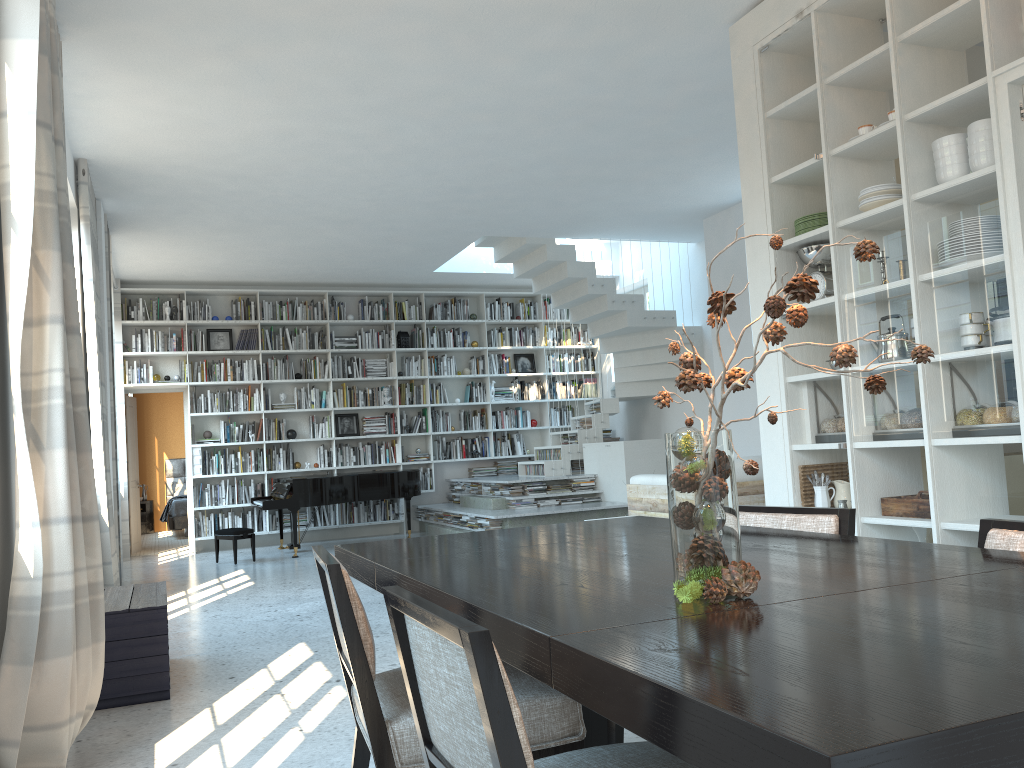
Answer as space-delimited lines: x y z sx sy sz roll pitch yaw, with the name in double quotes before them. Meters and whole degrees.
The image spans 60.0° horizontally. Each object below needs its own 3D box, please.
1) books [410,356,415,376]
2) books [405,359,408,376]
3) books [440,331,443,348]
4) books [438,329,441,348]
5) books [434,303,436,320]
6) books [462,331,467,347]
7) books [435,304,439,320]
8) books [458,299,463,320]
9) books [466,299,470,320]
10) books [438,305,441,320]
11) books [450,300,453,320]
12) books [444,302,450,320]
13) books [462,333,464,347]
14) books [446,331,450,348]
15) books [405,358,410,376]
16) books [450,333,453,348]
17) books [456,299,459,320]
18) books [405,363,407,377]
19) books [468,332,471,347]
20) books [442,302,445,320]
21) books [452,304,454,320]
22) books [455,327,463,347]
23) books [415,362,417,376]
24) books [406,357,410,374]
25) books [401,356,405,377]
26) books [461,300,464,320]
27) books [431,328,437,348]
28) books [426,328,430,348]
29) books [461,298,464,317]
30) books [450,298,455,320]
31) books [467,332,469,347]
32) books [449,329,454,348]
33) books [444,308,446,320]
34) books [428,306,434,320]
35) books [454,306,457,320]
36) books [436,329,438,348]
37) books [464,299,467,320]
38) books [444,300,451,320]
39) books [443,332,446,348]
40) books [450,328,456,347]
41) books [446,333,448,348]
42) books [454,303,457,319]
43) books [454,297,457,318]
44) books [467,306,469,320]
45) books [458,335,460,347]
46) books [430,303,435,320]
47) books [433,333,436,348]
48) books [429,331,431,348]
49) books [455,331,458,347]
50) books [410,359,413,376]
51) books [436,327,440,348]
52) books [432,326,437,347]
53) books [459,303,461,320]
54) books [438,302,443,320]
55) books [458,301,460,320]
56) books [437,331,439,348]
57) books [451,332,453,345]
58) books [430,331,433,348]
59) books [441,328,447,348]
"books" -1.316 -0.220 11.652 0.028 0.275 0.187 -2 -4 -22
"books" -1.397 -0.198 11.653 0.024 0.242 0.159 -2 -4 -22
"books" -0.959 -0.579 11.840 0.027 0.241 0.160 -2 -4 -22
"books" -0.987 -0.594 11.856 0.012 0.276 0.133 -2 -4 -22
"books" -1.051 -0.943 11.846 0.011 0.244 0.172 -2 -4 -22
"books" -0.646 -0.587 11.959 0.054 0.235 0.171 -2 -4 -22
"books" -1.015 -0.938 11.845 0.013 0.229 0.174 -2 -4 -22
"books" -0.708 -0.986 11.976 0.008 0.306 0.183 -2 -4 -22
"books" -0.610 -0.989 12.015 0.006 0.306 0.163 -2 -4 -22
"books" -0.992 -0.936 11.869 0.028 0.226 0.163 -2 -4 -22
"books" -0.834 -0.970 11.943 0.007 0.285 0.159 -2 -4 -22
"books" -0.882 -0.957 11.891 0.028 0.258 0.185 -2 -4 -22
"books" -0.689 -0.573 11.954 0.030 0.213 0.157 -2 -4 -22
"books" -0.864 -0.580 11.883 0.023 0.236 0.149 -2 -4 -22
"books" -1.379 -0.203 11.654 0.028 0.250 0.164 -2 -4 -22
"books" -0.837 -0.568 11.877 0.021 0.209 0.181 -2 -4 -22
"books" -0.760 -0.982 11.939 0.015 0.299 0.183 -2 -4 -22
"books" -1.405 -0.171 11.625 0.028 0.185 0.181 -2 -4 -22
"books" -0.601 -0.583 12.006 0.026 0.229 0.140 -2 -4 -22
"books" -0.942 -0.953 11.892 0.021 0.256 0.169 -2 -4 -22
"books" -0.814 -0.945 11.929 0.018 0.231 0.160 -2 -4 -22
"books" -0.713 -0.610 11.931 0.029 0.285 0.183 -2 -4 -22
"books" -1.287 -0.180 11.675 0.027 0.196 0.185 -2 -4 -22
"books" -1.367 -0.216 11.662 0.019 0.275 0.146 -2 -4 -22
"books" -1.428 -0.219 11.643 0.018 0.285 0.159 -2 -4 -22
"books" -0.688 -0.982 11.996 0.019 0.299 0.137 -2 -4 -22
"books" -1.043 -0.597 11.817 0.011 0.283 0.173 -2 -4 -22
"books" -1.121 -0.596 11.779 0.012 0.285 0.159 -2 -4 -22
"books" -0.683 -0.992 12.018 0.008 0.321 0.133 -2 -4 -22
"books" -0.807 -0.985 11.941 0.006 0.312 0.179 -2 -4 -22
"books" -0.628 -0.577 11.975 0.048 0.216 0.182 -2 -4 -22
"books" -0.819 -0.595 11.903 0.012 0.264 0.156 -2 -4 -22
"books" -0.922 -0.919 11.916 0.031 0.190 0.132 -2 -4 -22
"books" -1.079 -0.924 11.816 0.046 0.206 0.183 -2 -4 -22
"books" -0.787 -0.932 11.927 0.018 0.200 0.188 -2 -4 -22
"books" -1.017 -0.591 11.820 0.010 0.268 0.166 -2 -4 -22
"books" -0.656 -0.983 11.997 0.013 0.296 0.188 -2 -4 -22
"books" -0.867 -0.973 11.923 0.024 0.292 0.167 -2 -4 -22
"books" -0.928 -0.570 11.876 0.028 0.223 0.142 -2 -4 -22
"books" -0.796 -0.605 11.927 0.012 0.285 0.159 -2 -4 -22
"books" -0.889 -0.568 11.885 0.025 0.216 0.144 -2 -4 -22
"books" -0.782 -0.956 11.947 0.008 0.251 0.170 -2 -4 -22
"books" -0.777 -0.995 11.951 0.007 0.329 0.183 -2 -4 -22
"books" -0.616 -0.940 12.007 0.014 0.208 0.188 -2 -4 -22
"books" -0.741 -0.556 11.930 0.027 0.181 0.176 -2 -4 -22
"books" -1.057 -0.944 11.834 0.009 0.244 0.173 -2 -4 -22
"books" -1.052 -0.560 11.793 0.026 0.207 0.181 -2 -4 -22
"books" -1.103 -0.573 11.799 0.012 0.239 0.139 -2 -4 -22
"books" -0.768 -0.584 11.917 0.030 0.237 0.186 -2 -4 -22
"books" -1.339 -0.198 11.664 0.023 0.236 0.178 -2 -4 -22
"books" -1.000 -0.604 11.844 0.021 0.296 0.138 -2 -4 -22
"books" -1.030 -0.610 11.817 0.014 0.306 0.152 -2 -4 -22
"books" -0.724 -0.958 11.976 0.024 0.252 0.150 -2 -4 -22
"books" -0.965 -0.952 11.880 0.030 0.255 0.161 -2 -4 -22
"books" -0.740 -0.968 11.972 0.008 0.274 0.163 -2 -4 -22
"books" -1.009 -0.574 11.831 0.012 0.235 0.165 -2 -4 -22
"books" -0.828 -0.574 11.896 0.011 0.222 0.159 -2 -4 -22
"books" -1.084 -0.576 11.801 0.026 0.243 0.148 -2 -4 -22
"books" -0.909 -0.601 11.882 0.013 0.284 0.154 -2 -4 -22
